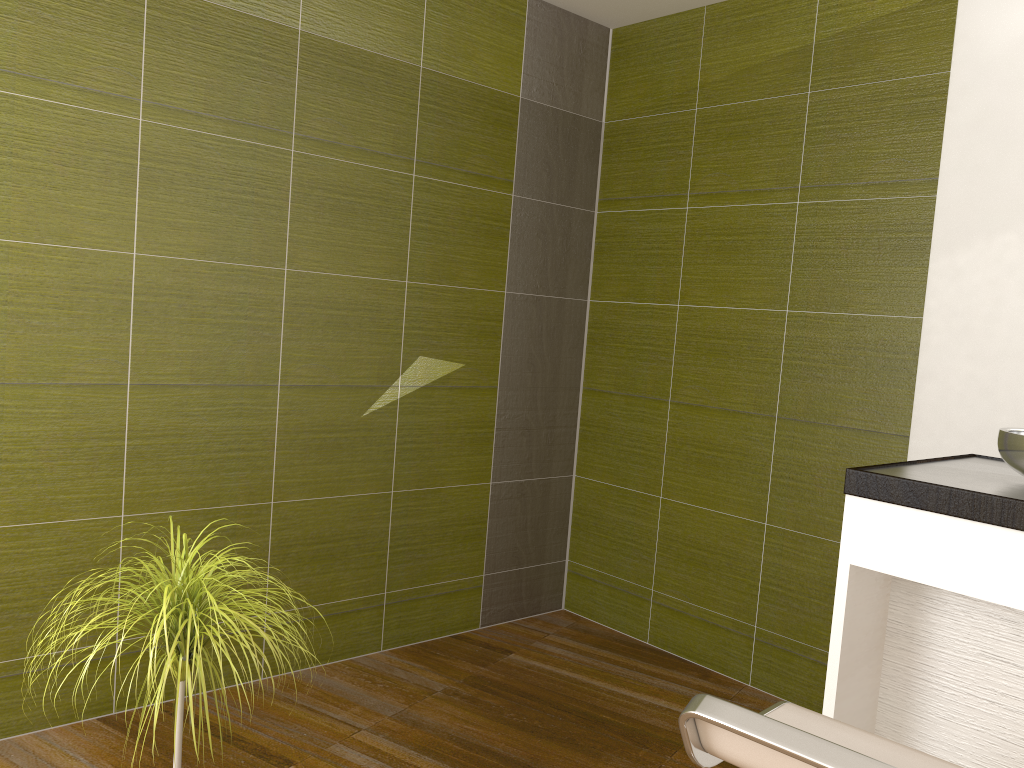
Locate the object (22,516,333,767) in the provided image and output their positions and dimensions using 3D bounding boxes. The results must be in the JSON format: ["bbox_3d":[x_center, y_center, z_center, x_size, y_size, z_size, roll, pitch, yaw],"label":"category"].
[{"bbox_3d":[-0.710,0.745,1.904,0.606,0.904,0.585,6,4,16],"label":"object"}]

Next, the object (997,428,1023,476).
[{"bbox_3d":[1.163,0.163,1.809,0.311,0.105,0.311,2,5,-29],"label":"object"}]

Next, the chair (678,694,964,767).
[{"bbox_3d":[0.509,0.902,1.384,0.418,0.857,0.460,8,6,43],"label":"chair"}]

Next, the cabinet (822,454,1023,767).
[{"bbox_3d":[1.874,0.897,1.007,0.663,1.134,2.947,1,6,-42],"label":"cabinet"}]
